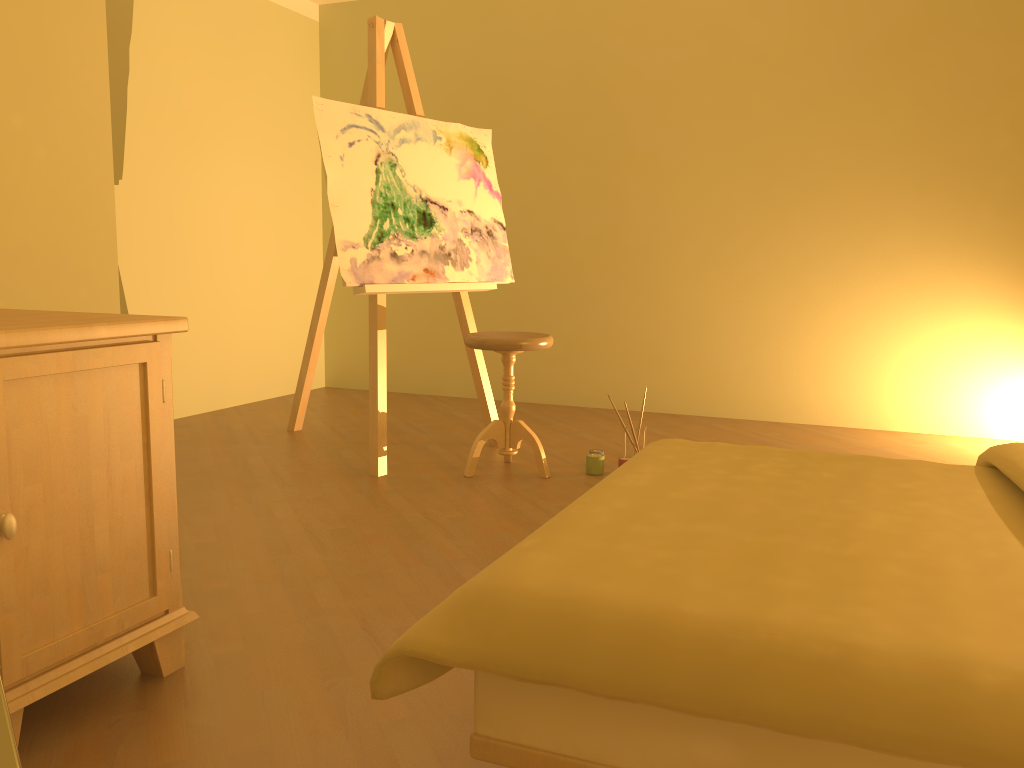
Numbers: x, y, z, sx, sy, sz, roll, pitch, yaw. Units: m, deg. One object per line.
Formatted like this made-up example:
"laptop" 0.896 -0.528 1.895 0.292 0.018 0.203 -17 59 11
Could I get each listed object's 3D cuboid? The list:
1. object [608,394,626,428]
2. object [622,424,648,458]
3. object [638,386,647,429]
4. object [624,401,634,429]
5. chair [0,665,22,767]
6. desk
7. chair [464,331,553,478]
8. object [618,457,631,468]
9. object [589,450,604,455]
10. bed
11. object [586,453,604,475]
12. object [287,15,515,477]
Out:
"object" 0.475 0.188 3.714 0.159 0.286 0.010 3 8 17
"object" 0.513 0.256 3.716 0.106 0.157 0.106 0 8 -6
"object" 0.540 0.169 3.744 0.069 0.319 0.010 -6 10 -40
"object" 0.502 0.198 3.672 0.010 0.278 0.172 6 10 35
"chair" -0.793 0.323 0.831 0.546 0.785 0.531 8 11 42
"desk" -1.218 0.288 1.285 0.684 0.720 1.396 4 9 22
"chair" -0.010 0.079 3.513 0.364 0.551 0.348 6 9 34
"object" 0.456 0.327 3.549 0.060 0.060 0.060 1 8 4
"object" 0.350 0.308 3.682 0.060 0.060 0.060 2 8 7
"bed" 1.162 0.236 1.237 2.378 0.894 1.286 4 9 22
"object" 0.331 0.320 3.538 0.073 0.073 0.073 5 9 27
"object" -0.586 -0.581 3.761 1.132 1.896 0.972 1 8 5
